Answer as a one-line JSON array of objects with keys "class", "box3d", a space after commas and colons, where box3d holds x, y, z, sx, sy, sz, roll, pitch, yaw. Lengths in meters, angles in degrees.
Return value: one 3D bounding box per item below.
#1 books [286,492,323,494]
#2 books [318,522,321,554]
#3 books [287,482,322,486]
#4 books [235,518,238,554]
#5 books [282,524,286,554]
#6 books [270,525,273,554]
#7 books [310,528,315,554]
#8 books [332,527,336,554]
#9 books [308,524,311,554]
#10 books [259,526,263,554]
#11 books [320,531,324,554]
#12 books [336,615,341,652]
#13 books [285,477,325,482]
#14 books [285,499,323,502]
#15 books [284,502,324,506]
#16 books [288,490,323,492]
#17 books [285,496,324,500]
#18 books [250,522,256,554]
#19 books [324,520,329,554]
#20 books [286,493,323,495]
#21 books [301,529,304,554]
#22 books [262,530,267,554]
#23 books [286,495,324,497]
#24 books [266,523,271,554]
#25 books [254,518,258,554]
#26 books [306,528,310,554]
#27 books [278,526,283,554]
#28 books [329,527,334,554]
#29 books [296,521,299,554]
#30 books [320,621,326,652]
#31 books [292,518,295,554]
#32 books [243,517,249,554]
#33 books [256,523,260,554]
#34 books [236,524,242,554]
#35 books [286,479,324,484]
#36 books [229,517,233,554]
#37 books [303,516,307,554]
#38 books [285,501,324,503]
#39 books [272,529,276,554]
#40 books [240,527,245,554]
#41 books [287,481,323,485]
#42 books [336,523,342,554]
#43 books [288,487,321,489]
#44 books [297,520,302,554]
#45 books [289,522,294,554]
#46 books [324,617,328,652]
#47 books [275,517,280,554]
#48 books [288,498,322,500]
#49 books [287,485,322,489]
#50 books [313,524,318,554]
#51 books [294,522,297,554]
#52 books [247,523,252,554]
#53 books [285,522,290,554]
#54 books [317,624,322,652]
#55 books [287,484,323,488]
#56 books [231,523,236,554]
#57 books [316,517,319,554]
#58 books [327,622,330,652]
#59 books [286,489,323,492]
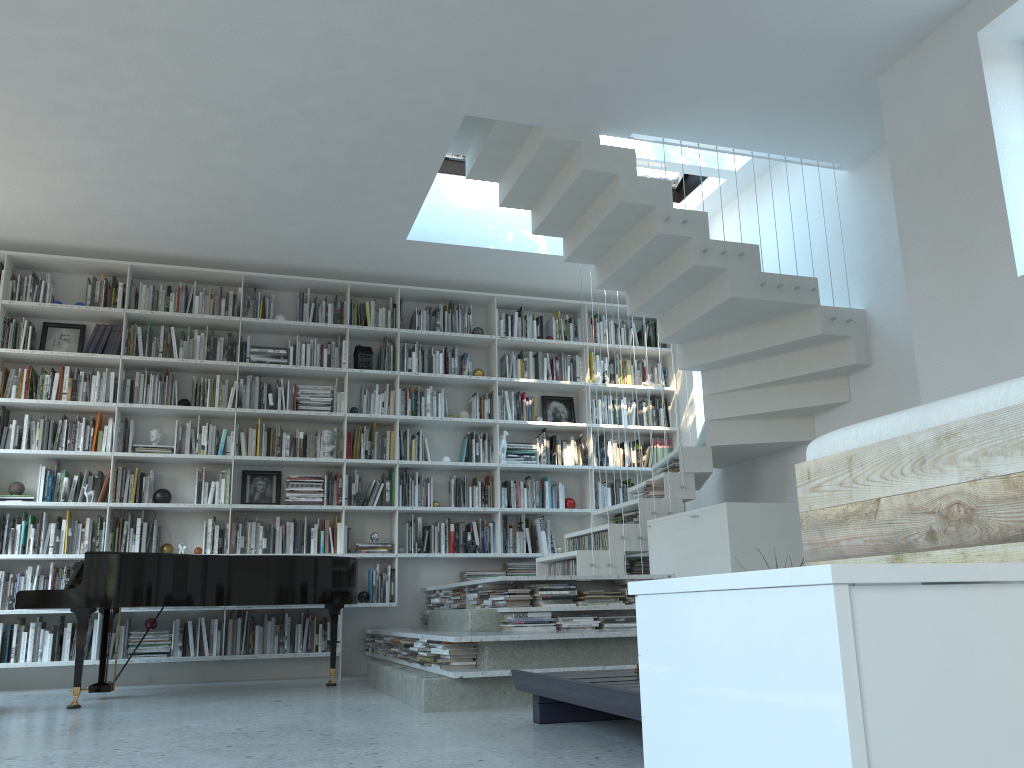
[{"class": "books", "box3d": [-1.638, 0.868, 7.001, 0.285, 0.012, 0.160, 2, -15, -12]}, {"class": "books", "box3d": [-1.518, 1.219, 6.966, 0.014, 0.255, 0.145, 3, -15, -17]}, {"class": "books", "box3d": [-1.641, 0.799, 7.023, 0.254, 0.012, 0.161, 4, -15, -20]}, {"class": "books", "box3d": [-2.106, 1.173, 6.776, 0.011, 0.274, 0.146, 3, -15, -17]}, {"class": "books", "box3d": [-1.771, 1.212, 6.877, 0.031, 0.236, 0.159, 3, -15, -17]}, {"class": "books", "box3d": [-1.861, 1.209, 6.846, 0.013, 0.229, 0.139, 3, -15, -17]}, {"class": "books", "box3d": [-1.565, 1.236, 6.925, 0.023, 0.204, 0.167, 3, -15, -17]}, {"class": "books", "box3d": [-1.401, 1.239, 6.974, 0.011, 0.216, 0.166, 3, -15, -17]}, {"class": "books", "box3d": [-1.587, 1.223, 6.935, 0.014, 0.234, 0.154, 3, -15, -17]}, {"class": "books", "box3d": [-1.930, 1.208, 6.811, 0.023, 0.217, 0.175, 3, -15, -17]}, {"class": "books", "box3d": [-1.492, 1.249, 6.940, 0.023, 0.182, 0.169, 3, -15, -17]}, {"class": "books", "box3d": [-1.340, 1.901, 6.765, 0.038, 0.268, 0.278, 3, -15, -17]}, {"class": "books", "box3d": [-1.641, 0.763, 7.027, 0.285, 0.012, 0.160, 5, -16, -22]}, {"class": "books", "box3d": [-1.637, 0.926, 6.987, 0.285, 0.012, 0.160, 2, -15, -12]}, {"class": "books", "box3d": [-1.637, 0.949, 6.981, 0.285, 0.012, 0.160, 5, -16, -22]}, {"class": "books", "box3d": [-1.638, 0.857, 7.004, 0.254, 0.012, 0.161, 5, -16, -22]}, {"class": "books", "box3d": [-1.641, 0.906, 7.004, 0.285, 0.012, 0.160, 3, -15, -17]}, {"class": "books", "box3d": [-1.989, 1.193, 6.803, 0.027, 0.245, 0.179, 3, -15, -17]}, {"class": "books", "box3d": [-1.463, 1.211, 6.972, 0.026, 0.271, 0.175, 3, -15, -17]}, {"class": "books", "box3d": [-1.640, 0.882, 7.005, 0.285, 0.012, 0.160, 3, -15, -15]}, {"class": "books", "box3d": [-1.638, 1.236, 6.917, 0.021, 0.202, 0.128, 3, -15, -17]}, {"class": "books", "box3d": [-1.903, 1.225, 6.810, 0.029, 0.183, 0.175, 3, -15, -17]}, {"class": "books", "box3d": [-1.641, 0.894, 7.004, 0.285, 0.012, 0.160, 3, -15, -16]}, {"class": "books", "box3d": [-1.879, 1.202, 6.832, 0.029, 0.237, 0.166, 3, -15, -17]}, {"class": "books", "box3d": [-1.969, 1.176, 6.810, 0.013, 0.281, 0.166, 3, -15, -17]}, {"class": "books", "box3d": [-1.601, 1.233, 6.916, 0.024, 0.206, 0.183, 3, -15, -17]}, {"class": "books", "box3d": [-1.799, 1.220, 6.874, 0.025, 0.220, 0.140, 3, -15, -17]}, {"class": "books", "box3d": [-1.426, 1.239, 6.965, 0.042, 0.211, 0.169, 3, -15, -17]}, {"class": "books", "box3d": [-1.678, 1.204, 6.904, 0.010, 0.260, 0.181, 3, -15, -17]}, {"class": "books", "box3d": [-1.453, 1.933, 6.797, 0.028, 0.227, 0.162, 3, -15, -17]}, {"class": "books", "box3d": [-1.705, 1.195, 6.916, 0.014, 0.285, 0.135, 3, -15, -17]}, {"class": "books", "box3d": [-2.045, 1.174, 6.815, 0.027, 0.290, 0.141, 3, -15, -17]}, {"class": "books", "box3d": [-1.958, 1.199, 6.828, 0.021, 0.244, 0.142, 3, -15, -17]}, {"class": "books", "box3d": [-2.084, 1.192, 6.767, 0.027, 0.233, 0.168, 3, -15, -17]}, {"class": "books", "box3d": [-1.643, 0.776, 7.031, 0.285, 0.012, 0.160, 3, -15, -15]}, {"class": "books", "box3d": [-2.148, 1.169, 6.774, 0.012, 0.284, 0.160, 3, -15, -17]}, {"class": "books", "box3d": [-1.620, 1.189, 6.923, 0.012, 0.296, 0.178, 3, -15, -17]}, {"class": "books", "box3d": [-1.640, 0.940, 6.993, 0.285, 0.012, 0.160, 3, -15, -18]}, {"class": "books", "box3d": [-1.840, 1.224, 6.836, 0.023, 0.196, 0.165, 3, -15, -17]}, {"class": "books", "box3d": [-2.063, 1.209, 6.782, 0.024, 0.208, 0.170, 3, -15, -17]}, {"class": "books", "box3d": [-1.641, 0.786, 7.024, 0.254, 0.012, 0.161, 4, -15, -21]}, {"class": "books", "box3d": [-1.369, 1.225, 6.982, 0.033, 0.245, 0.176, 3, -15, -17]}, {"class": "books", "box3d": [-1.640, 0.834, 7.014, 0.254, 0.012, 0.161, 2, -15, -14]}, {"class": "books", "box3d": [-1.658, 1.202, 6.903, 0.028, 0.264, 0.162, 3, -15, -17]}, {"class": "books", "box3d": [-1.717, 1.208, 6.883, 0.026, 0.244, 0.191, 3, -15, -17]}, {"class": "books", "box3d": [-1.432, 1.918, 6.798, 0.013, 0.255, 0.177, 3, -15, -17]}, {"class": "books", "box3d": [-1.821, 1.182, 6.867, 0.026, 0.291, 0.152, 3, -15, -17]}, {"class": "books", "box3d": [-1.638, 0.914, 6.990, 0.254, 0.012, 0.161, 5, -16, -22]}, {"class": "books", "box3d": [-1.641, 0.823, 7.017, 0.254, 0.012, 0.161, 4, -15, -20]}, {"class": "books", "box3d": [-1.543, 1.223, 6.936, 0.023, 0.234, 0.175, 3, -15, -17]}, {"class": "books", "box3d": [-1.691, 1.211, 6.909, 0.011, 0.251, 0.159, 3, -15, -17]}, {"class": "books", "box3d": [-2.018, 1.195, 6.812, 0.024, 0.247, 0.132, 3, -15, -17]}, {"class": "books", "box3d": [-1.749, 1.208, 6.901, 0.025, 0.254, 0.136, 3, -15, -17]}, {"class": "books", "box3d": [-1.473, 1.940, 6.776, 0.022, 0.204, 0.191, 3, -15, -17]}, {"class": "books", "box3d": [-1.640, 0.810, 7.018, 0.254, 0.012, 0.161, 4, -15, -21]}, {"class": "books", "box3d": [-2.127, 1.189, 6.773, 0.029, 0.243, 0.154, 3, -15, -17]}, {"class": "books", "box3d": [-1.529, 1.198, 6.959, 0.014, 0.293, 0.138, 3, -15, -17]}, {"class": "books", "box3d": [-1.410, 1.937, 6.794, 0.029, 0.217, 0.191, 3, -15, -17]}, {"class": "books", "box3d": [-1.639, 0.845, 7.007, 0.285, 0.012, 0.160, 2, -15, -12]}]
